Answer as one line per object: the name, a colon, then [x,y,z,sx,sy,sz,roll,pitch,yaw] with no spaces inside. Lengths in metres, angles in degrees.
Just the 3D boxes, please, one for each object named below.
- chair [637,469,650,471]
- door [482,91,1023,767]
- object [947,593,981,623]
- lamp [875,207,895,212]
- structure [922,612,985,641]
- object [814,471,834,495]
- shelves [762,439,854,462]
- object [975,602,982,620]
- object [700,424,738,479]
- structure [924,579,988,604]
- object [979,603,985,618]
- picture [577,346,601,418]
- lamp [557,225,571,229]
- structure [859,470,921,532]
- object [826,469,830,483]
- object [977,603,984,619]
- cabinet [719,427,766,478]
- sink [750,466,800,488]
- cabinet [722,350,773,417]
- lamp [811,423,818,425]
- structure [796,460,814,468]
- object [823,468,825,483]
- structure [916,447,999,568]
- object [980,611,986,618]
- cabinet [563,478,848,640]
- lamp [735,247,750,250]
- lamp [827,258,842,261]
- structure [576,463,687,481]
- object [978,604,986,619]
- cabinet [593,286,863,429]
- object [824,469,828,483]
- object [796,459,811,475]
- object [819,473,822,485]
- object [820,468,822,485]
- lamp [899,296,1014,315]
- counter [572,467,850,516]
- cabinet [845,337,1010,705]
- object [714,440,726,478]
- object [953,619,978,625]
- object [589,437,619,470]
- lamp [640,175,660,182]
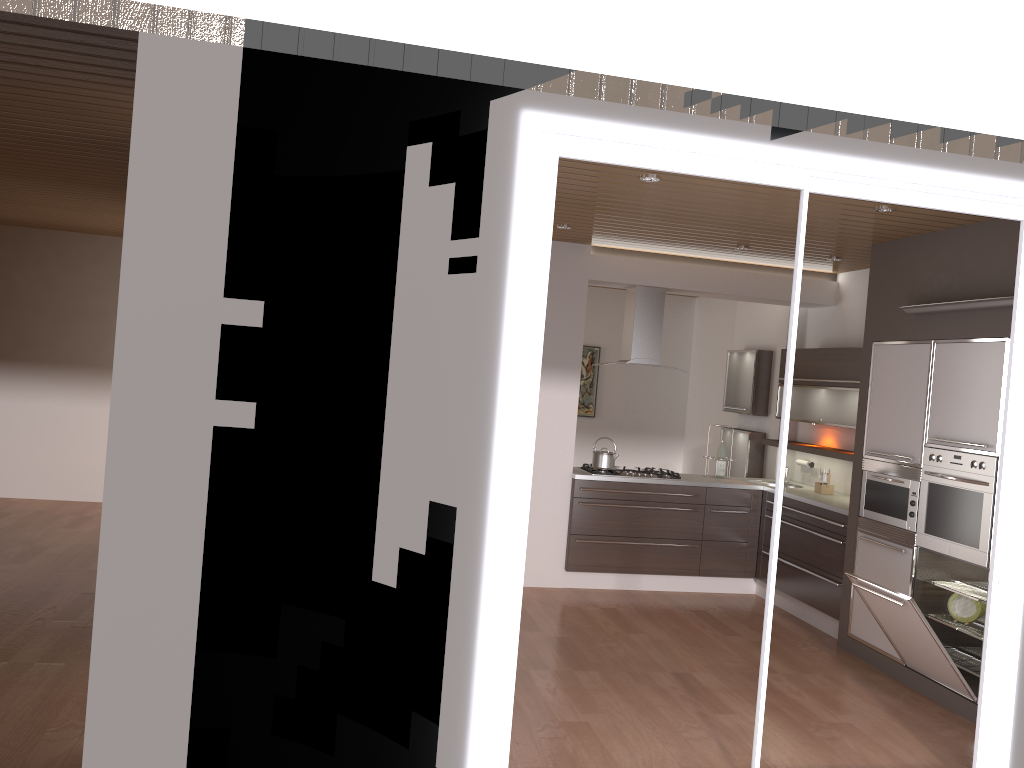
chair: [1.069,1.220,8.258,0.608,0.847,0.491,4,1,-42]
door: [1.096,0.341,3.605,2.300,2.700,0.101,5,1,-12]
object: [2.609,1.285,5.118,0.177,0.173,0.042,5,1,43]
lamp: [2.025,-0.968,4.810,0.102,0.055,0.102,4,1,-29]
structure: [2.727,1.391,5.040,0.479,0.012,0.583,5,1,-12]
object: [2.476,0.779,7.021,0.100,0.170,0.173,5,1,0]
shelves: [2.546,0.543,6.945,0.313,0.050,1.850,5,1,-12]
object: [2.626,1.286,5.136,0.177,0.173,0.042,5,1,43]
object: [1.776,0.575,7.593,0.291,0.453,0.210,5,1,-7]
structure: [2.743,1.193,5.038,0.479,0.012,0.583,5,1,-12]
object: [2.660,1.289,5.170,0.177,0.173,0.042,5,1,43]
picture: [0.346,-0.068,9.900,1.277,0.801,0.018,5,1,-12]
lamp: [0.366,-1.119,6.201,0.102,0.055,0.102,4,1,-29]
structure: [2.349,0.723,5.552,0.049,0.301,0.569,5,1,-12]
object: [2.478,0.762,6.971,0.042,0.192,0.040,5,1,36]
object: [2.643,1.288,5.153,0.177,0.173,0.042,5,1,43]
cabinet: [2.134,0.730,8.345,0.194,0.600,0.598,5,1,-12]
sink: [2.206,0.857,7.466,0.450,0.347,0.494,5,1,-6]
cabinet: [2.141,-0.022,8.307,0.172,0.600,0.619,4,1,-26]
lamp: [2.492,0.328,7.301,0.056,0.018,0.056,4,1,-40]
structure: [2.512,0.676,7.539,0.087,0.049,0.237,5,1,-11]
object: [2.458,0.764,6.991,0.018,0.196,0.022,5,1,-10]
structure: [2.460,0.670,4.965,0.066,0.583,0.582,5,1,-12]
object: [2.694,1.291,5.204,0.177,0.173,0.042,5,1,43]
cabinet: [1.570,1.265,6.765,2.150,0.870,1.850,5,1,-12]
lamp: [1.684,-1.013,6.474,0.102,0.055,0.102,4,1,-40]
lamp: [2.411,-0.955,6.625,0.102,0.055,0.102,5,1,16]
structure: [0.972,0.716,7.272,0.797,0.047,0.494,5,1,-12]
object: [2.677,1.290,5.187,0.177,0.173,0.042,5,1,43]
cabinet: [1.781,-0.252,6.821,2.058,1.032,1.399,5,1,-8]
object: [2.466,0.764,6.983,0.020,0.196,0.017,5,1,11]
object: [2.481,0.708,7.548,0.053,0.119,0.165,5,1,-12]
object: [2.439,0.771,6.997,0.019,0.178,0.044,4,1,-37]
object: [2.429,0.758,6.970,0.042,0.192,0.040,5,1,35]
lamp: [2.504,-0.433,4.924,0.139,0.033,1.020,5,1,-12]
counter: [1.608,0.814,6.760,2.150,0.036,1.850,5,1,-12]
cabinet: [2.548,0.723,4.985,1.047,1.948,1.796,5,1,-12]
object: [1.777,0.639,7.541,0.091,0.319,0.091,5,1,23]
object: [2.635,1.375,5.149,0.073,0.009,0.190,5,1,45]
object: [0.739,0.549,7.101,0.221,0.251,0.221,5,1,-19]
lamp: [0.707,-1.074,4.537,0.102,0.055,0.102,4,1,-29]
